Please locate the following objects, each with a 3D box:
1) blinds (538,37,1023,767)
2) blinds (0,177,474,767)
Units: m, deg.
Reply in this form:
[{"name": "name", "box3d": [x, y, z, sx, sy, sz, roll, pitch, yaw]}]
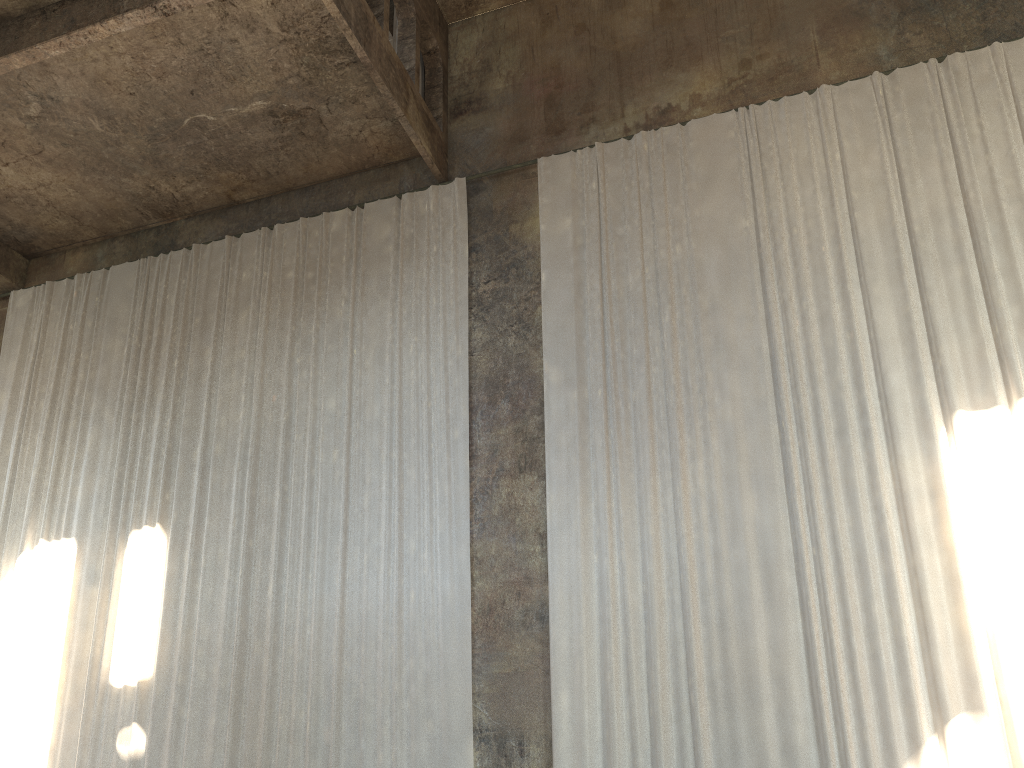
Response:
[{"name": "blinds", "box3d": [4.012, 0.395, 8.695, 7.870, 8.274, 0.285, -9, -21, 19]}, {"name": "blinds", "box3d": [-4.169, 1.814, 11.286, 7.870, 8.274, 0.285, -9, -21, 19]}]
